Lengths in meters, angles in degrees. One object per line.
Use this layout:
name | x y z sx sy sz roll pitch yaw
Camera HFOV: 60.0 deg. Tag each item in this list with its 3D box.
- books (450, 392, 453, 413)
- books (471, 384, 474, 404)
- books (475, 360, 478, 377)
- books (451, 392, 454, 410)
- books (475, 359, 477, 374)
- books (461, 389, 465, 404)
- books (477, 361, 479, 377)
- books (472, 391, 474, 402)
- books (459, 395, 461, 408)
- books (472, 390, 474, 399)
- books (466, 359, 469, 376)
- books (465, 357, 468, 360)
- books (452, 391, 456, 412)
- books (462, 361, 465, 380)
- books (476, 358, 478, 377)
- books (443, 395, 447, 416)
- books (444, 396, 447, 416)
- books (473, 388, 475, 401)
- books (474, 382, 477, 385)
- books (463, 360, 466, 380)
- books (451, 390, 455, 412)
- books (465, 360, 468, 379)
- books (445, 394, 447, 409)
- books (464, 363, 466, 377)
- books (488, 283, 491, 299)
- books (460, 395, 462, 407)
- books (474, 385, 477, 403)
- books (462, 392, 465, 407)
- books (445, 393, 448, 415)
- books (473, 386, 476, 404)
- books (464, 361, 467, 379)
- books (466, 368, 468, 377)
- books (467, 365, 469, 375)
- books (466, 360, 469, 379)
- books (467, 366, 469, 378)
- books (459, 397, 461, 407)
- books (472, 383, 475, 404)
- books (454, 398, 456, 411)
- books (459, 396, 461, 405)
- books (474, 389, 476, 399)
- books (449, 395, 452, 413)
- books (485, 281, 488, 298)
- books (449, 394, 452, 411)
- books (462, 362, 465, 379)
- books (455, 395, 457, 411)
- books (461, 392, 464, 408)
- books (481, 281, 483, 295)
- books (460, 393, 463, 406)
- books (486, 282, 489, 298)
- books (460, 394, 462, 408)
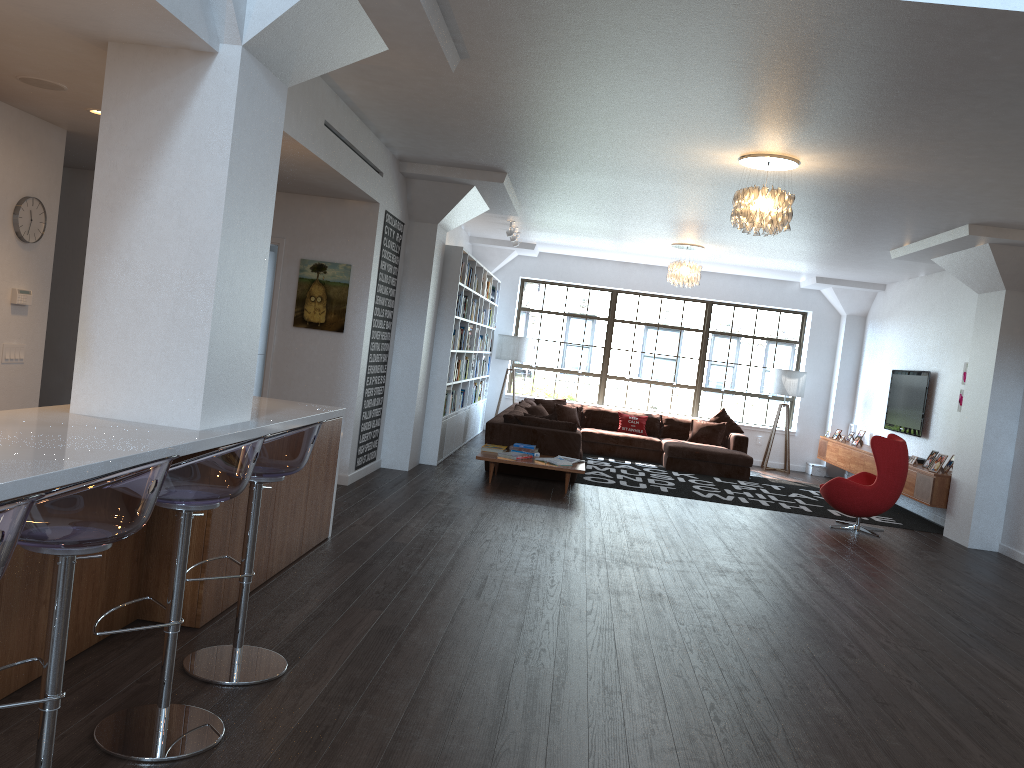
books | -0.803 0.205 10.499 0.183 0.253 0.042 7 2 4
books | -0.646 0.130 12.454 0.198 0.284 0.066 7 2 4
books | -0.581 -0.228 12.486 0.182 0.253 0.098 7 2 4
books | -0.794 0.208 10.572 0.171 0.246 0.039 7 2 4
books | -0.595 -0.229 12.439 0.182 0.255 0.077 7 2 4
books | -0.702 0.180 11.719 0.140 0.231 0.042 7 2 4
books | -0.568 -0.232 12.740 0.174 0.242 0.105 7 2 4
books | -0.628 0.160 12.525 0.161 0.223 0.026 7 2 4
books | -0.715 0.224 11.388 0.107 0.167 0.017 7 2 4
books | -0.630 0.147 12.499 0.160 0.250 0.026 7 2 4
books | -0.669 -0.202 11.501 0.180 0.259 0.060 7 2 4
books | -0.672 -0.217 11.452 0.176 0.290 0.036 7 2 4
books | -0.780 0.200 10.737 0.183 0.253 0.042 7 2 4
books | -0.691 -0.208 11.181 0.176 0.290 0.053 7 2 4
books | -0.587 -0.252 12.590 0.197 0.290 0.136 7 2 4
books | -0.838 0.232 9.947 0.174 0.240 0.054 7 2 4
books | -0.829 0.238 10.022 0.161 0.223 0.032 7 2 4
books | -0.627 0.142 12.607 0.183 0.253 0.034 7 2 4
books | -0.610 0.116 12.835 0.176 0.290 0.036 7 2 4
books | -0.689 -0.191 11.224 0.183 0.253 0.034 7 2 4
books | -0.792 0.199 10.651 0.180 0.259 0.042 7 2 4
books | -0.668 -0.196 11.418 0.183 0.253 0.034 7 2 4
books | -0.838 0.220 10.059 0.183 0.253 0.042 7 2 4
books | -0.683 -0.191 11.257 0.183 0.253 0.034 7 2 4
books | -0.415 -1.357 12.888 0.183 0.253 0.034 7 2 4
books | -0.720 0.219 11.438 0.126 0.173 0.032 7 2 4
books | -0.606 0.137 12.801 0.183 0.253 0.034 7 2 4
books | -0.706 0.198 11.635 0.146 0.202 0.027 7 2 4
books | -0.831 0.218 10.142 0.180 0.251 0.048 7 2 4
books | -0.621 0.141 12.640 0.183 0.253 0.034 7 2 4
books | -0.683 -0.190 11.380 0.174 0.240 0.045 7 2 4
books | -0.663 -0.186 11.570 0.161 0.223 0.027 7 2 4
books | -0.665 -0.198 11.638 0.174 0.240 0.045 7 2 4
books | -0.667 -0.203 11.599 0.183 0.253 0.034 7 2 4
books | -0.652 -0.189 11.673 0.161 0.223 0.026 7 2 4
books | -0.717 0.227 11.363 0.106 0.162 0.032 7 2 4
books | -0.629 0.125 12.564 0.176 0.290 0.053 7 2 4
books | -0.775 0.206 10.827 0.174 0.236 0.142 7 2 4
books | -0.726 0.226 11.338 0.120 0.167 0.020 7 2 4
books | -0.621 0.143 12.763 0.174 0.240 0.045 7 2 4
books | -0.798 0.232 10.463 0.161 0.223 0.030 7 2 4
books | -0.437 -1.345 12.637 0.171 0.246 0.057 7 2 4
books | -0.805 0.224 10.431 0.161 0.223 0.033 7 2 4
books | -0.690 -0.172 11.142 0.161 0.223 0.026 7 2 4
books | -0.764 0.219 10.884 0.161 0.207 0.135 7 2 4
books | -0.708 0.201 11.553 0.146 0.202 0.027 7 2 4
books | -0.480 -1.315 12.063 0.161 0.223 0.032 7 2 4
books | -0.717 0.207 11.494 0.139 0.191 0.036 7 2 4
books | -0.433 -1.351 12.719 0.183 0.253 0.034 7 2 4
books | -0.718 0.215 11.465 0.128 0.178 0.021 7 2 4
